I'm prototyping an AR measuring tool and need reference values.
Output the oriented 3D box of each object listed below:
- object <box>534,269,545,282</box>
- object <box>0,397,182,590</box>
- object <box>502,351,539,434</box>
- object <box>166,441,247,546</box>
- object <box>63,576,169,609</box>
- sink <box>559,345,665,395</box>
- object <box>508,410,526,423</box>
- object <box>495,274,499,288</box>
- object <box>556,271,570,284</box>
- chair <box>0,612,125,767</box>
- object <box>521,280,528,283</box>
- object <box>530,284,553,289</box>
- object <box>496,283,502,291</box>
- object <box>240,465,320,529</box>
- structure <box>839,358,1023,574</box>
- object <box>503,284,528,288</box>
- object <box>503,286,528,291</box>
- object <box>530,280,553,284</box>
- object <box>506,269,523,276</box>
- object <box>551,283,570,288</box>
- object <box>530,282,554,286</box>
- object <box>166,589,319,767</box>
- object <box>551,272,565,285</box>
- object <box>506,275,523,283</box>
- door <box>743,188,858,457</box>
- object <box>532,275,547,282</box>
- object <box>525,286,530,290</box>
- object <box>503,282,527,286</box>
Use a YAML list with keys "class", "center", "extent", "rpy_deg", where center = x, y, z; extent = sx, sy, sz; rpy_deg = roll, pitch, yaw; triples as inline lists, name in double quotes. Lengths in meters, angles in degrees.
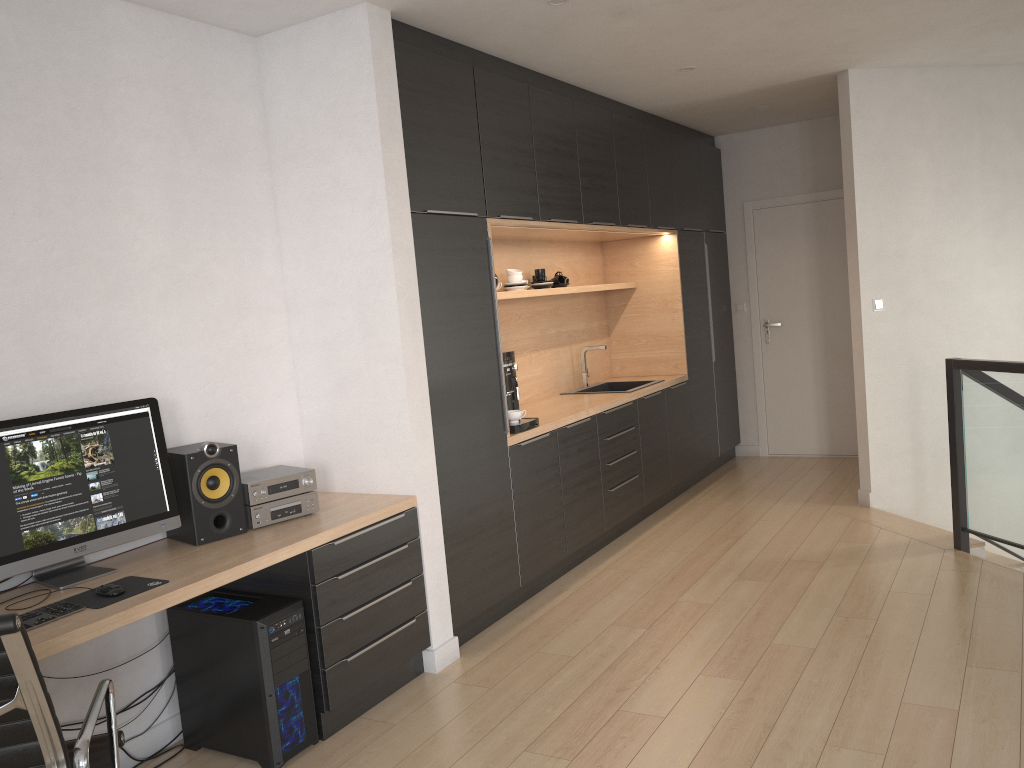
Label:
- class: "object"
  center: [0.177, -0.667, 5.502]
  extent: [0.066, 0.092, 0.084]
  rpy_deg: [-5, 5, -1]
- class: "object"
  center: [-1.424, 0.355, 2.821]
  extent: [0.190, 0.535, 0.716]
  rpy_deg: [-1, 7, 35]
- class: "object"
  center: [-0.090, 0.021, 4.739]
  extent: [0.584, 0.398, 0.618]
  rpy_deg: [-2, 6, 31]
- class: "object"
  center: [-1.132, 0.380, 3.237]
  extent: [0.198, 0.354, 0.249]
  rpy_deg: [-10, 7, -44]
- class: "object"
  center: [-1.184, 0.618, 2.641]
  extent: [0.200, 0.002, 0.250]
  rpy_deg: [-2, 6, 31]
- class: "sink"
  center: [0.691, -0.008, 6.062]
  extent: [0.512, 0.518, 0.626]
  rpy_deg: [-2, 6, 31]
- class: "object"
  center: [0.009, 0.166, 4.503]
  extent: [0.099, 0.057, 0.095]
  rpy_deg: [-2, 6, 33]
- class: "object"
  center: [-0.177, -0.587, 4.930]
  extent: [0.240, 0.171, 0.213]
  rpy_deg: [-8, 6, -23]
- class: "object"
  center: [0.324, -0.691, 5.795]
  extent: [0.100, 0.093, 0.066]
  rpy_deg: [-1, 7, 40]
- class: "chair"
  center: [-1.223, 0.940, 1.973]
  extent: [0.664, 0.991, 0.699]
  rpy_deg: [-6, 5, -8]
- class: "object"
  center: [0.036, -0.606, 5.433]
  extent: [0.099, 0.057, 0.095]
  rpy_deg: [-2, 6, 28]
- class: "object"
  center: [0.186, -0.602, 5.514]
  extent: [0.145, 0.025, 0.145]
  rpy_deg: [0, 7, 44]
- class: "object"
  center: [-0.113, -0.556, 5.148]
  extent: [0.099, 0.057, 0.095]
  rpy_deg: [-6, 5, -12]
- class: "object"
  center: [-0.943, 0.434, 3.437]
  extent: [0.285, 0.174, 0.270]
  rpy_deg: [-10, 7, -44]
- class: "structure"
  center: [4.026, 1.948, 3.967]
  extent: [2.823, 4.339, 4.190]
  rpy_deg: [-7, 6, -14]
- class: "object"
  center: [0.021, -0.568, 5.197]
  extent: [0.145, 0.025, 0.145]
  rpy_deg: [-4, 6, 17]
- class: "object"
  center: [0.022, -0.557, 5.195]
  extent: [0.145, 0.025, 0.145]
  rpy_deg: [-4, 6, 17]
- class: "object"
  center: [0.184, -0.626, 5.512]
  extent: [0.145, 0.025, 0.145]
  rpy_deg: [0, 7, 44]
- class: "object"
  center: [0.014, -0.639, 5.188]
  extent: [0.098, 0.075, 0.095]
  rpy_deg: [0, 7, 42]
- class: "object"
  center: [0.306, -0.637, 5.770]
  extent: [0.145, 0.025, 0.145]
  rpy_deg: [-2, 6, 33]
- class: "object"
  center: [0.188, -0.615, 5.515]
  extent: [0.145, 0.025, 0.145]
  rpy_deg: [0, 7, 44]
- class: "object"
  center: [-0.951, 1.039, 3.157]
  extent: [0.474, 0.527, 0.215]
  rpy_deg: [-2, 6, 31]
- class: "object"
  center: [0.286, -0.677, 5.746]
  extent: [0.100, 0.093, 0.066]
  rpy_deg: [0, 8, 45]
- class: "object"
  center: [0.017, -0.606, 5.195]
  extent: [0.095, 0.057, 0.099]
  rpy_deg: [-5, 5, 3]
- class: "door"
  center: [2.427, -0.459, 7.183]
  extent: [0.974, 2.136, 0.085]
  rpy_deg: [-2, 6, 31]
- class: "object"
  center: [0.173, -0.648, 5.657]
  extent: [0.084, 0.092, 0.066]
  rpy_deg: [-1, 7, 37]
- class: "object"
  center: [0.040, -0.581, 5.435]
  extent: [0.145, 0.025, 0.145]
  rpy_deg: [0, 7, 44]
- class: "object"
  center: [0.020, -0.581, 5.193]
  extent: [0.145, 0.025, 0.145]
  rpy_deg: [-4, 6, 17]
